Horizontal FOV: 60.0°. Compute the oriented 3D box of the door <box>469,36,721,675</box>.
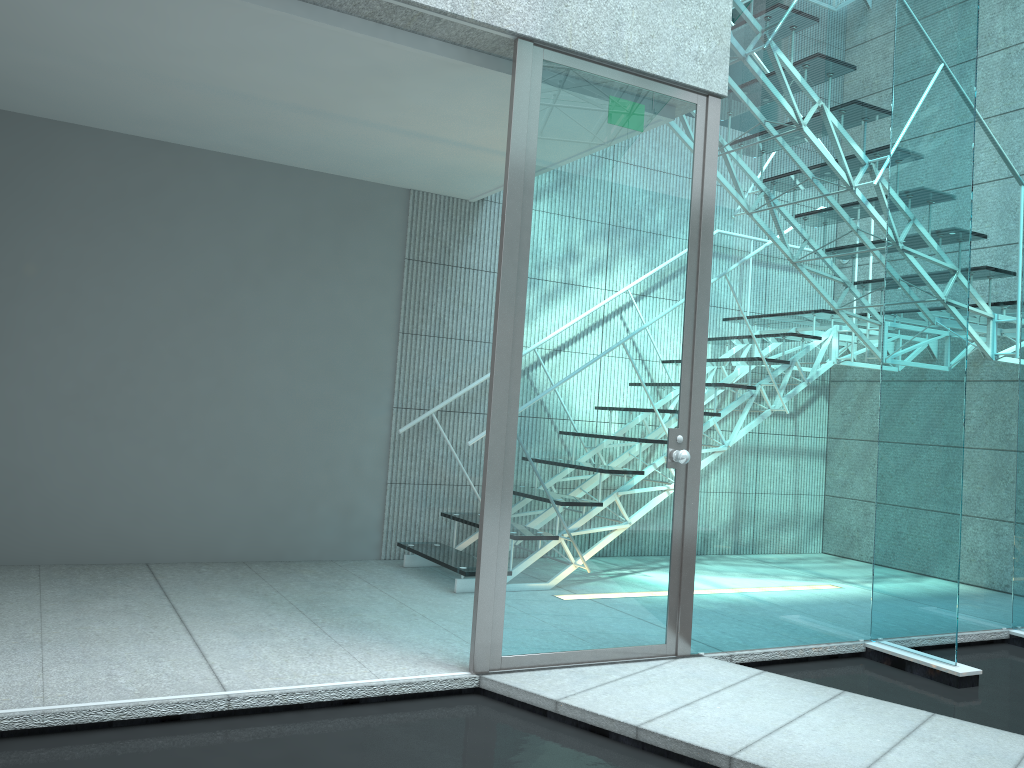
[{"bbox_3d":[0.334,-0.092,3.021,0.864,2.069,0.076,6,-4,-28],"label":"door"}]

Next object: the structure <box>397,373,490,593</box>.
[{"bbox_3d":[1.435,-1.933,4.789,3.290,6.022,1.908,6,-4,-28],"label":"structure"}]
